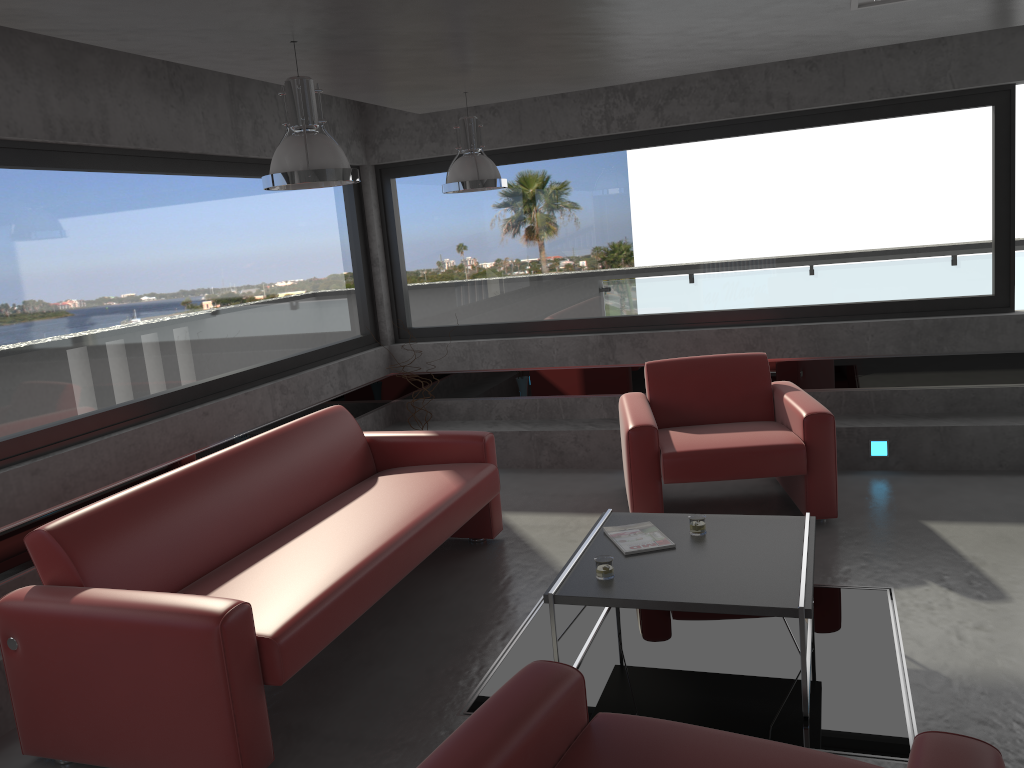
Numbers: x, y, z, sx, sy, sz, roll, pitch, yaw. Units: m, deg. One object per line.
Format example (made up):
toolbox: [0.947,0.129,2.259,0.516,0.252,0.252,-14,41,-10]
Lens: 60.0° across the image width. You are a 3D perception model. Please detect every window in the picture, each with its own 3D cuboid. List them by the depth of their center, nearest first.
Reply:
window: [-2.570,-0.306,3.760,0.003,1.364,7.800,-2,10,20]
window: [1.137,-1.176,6.762,4.583,1.364,0.003,-2,10,20]

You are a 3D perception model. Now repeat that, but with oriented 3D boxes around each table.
table: [0.770,0.913,3.778,0.994,0.436,1.018,-2,10,20]

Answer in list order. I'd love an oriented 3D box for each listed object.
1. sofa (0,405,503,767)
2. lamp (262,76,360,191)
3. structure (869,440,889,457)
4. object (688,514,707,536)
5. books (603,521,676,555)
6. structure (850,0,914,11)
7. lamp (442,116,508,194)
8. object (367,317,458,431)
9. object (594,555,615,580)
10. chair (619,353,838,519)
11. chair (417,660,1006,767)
sofa: [-0.963,0.731,4.309,1.120,0.854,2.626,-2,10,20]
lamp: [-0.834,-1.016,3.582,0.389,0.422,0.388,-2,10,20]
structure: [2.480,0.436,5.990,0.123,0.123,0.004,-2,10,20]
object: [0.828,0.628,3.954,0.079,0.077,0.079,0,11,28]
books: [0.563,0.681,3.955,0.228,0.022,0.326,-7,10,-10]
structure: [1.645,-1.711,3.520,0.563,0.240,0.563,-2,10,20]
lamp: [-0.239,-1.360,5.245,0.388,0.422,0.389,-4,10,9]
object: [-0.675,0.167,6.345,0.531,1.289,0.466,1,12,32]
object: [0.372,0.738,3.566,0.079,0.077,0.079,-5,10,3]
chair: [1.287,0.311,5.512,1.196,0.854,1.130,-4,10,5]
chair: [0.334,1.042,1.813,1.196,0.854,1.130,0,11,30]
